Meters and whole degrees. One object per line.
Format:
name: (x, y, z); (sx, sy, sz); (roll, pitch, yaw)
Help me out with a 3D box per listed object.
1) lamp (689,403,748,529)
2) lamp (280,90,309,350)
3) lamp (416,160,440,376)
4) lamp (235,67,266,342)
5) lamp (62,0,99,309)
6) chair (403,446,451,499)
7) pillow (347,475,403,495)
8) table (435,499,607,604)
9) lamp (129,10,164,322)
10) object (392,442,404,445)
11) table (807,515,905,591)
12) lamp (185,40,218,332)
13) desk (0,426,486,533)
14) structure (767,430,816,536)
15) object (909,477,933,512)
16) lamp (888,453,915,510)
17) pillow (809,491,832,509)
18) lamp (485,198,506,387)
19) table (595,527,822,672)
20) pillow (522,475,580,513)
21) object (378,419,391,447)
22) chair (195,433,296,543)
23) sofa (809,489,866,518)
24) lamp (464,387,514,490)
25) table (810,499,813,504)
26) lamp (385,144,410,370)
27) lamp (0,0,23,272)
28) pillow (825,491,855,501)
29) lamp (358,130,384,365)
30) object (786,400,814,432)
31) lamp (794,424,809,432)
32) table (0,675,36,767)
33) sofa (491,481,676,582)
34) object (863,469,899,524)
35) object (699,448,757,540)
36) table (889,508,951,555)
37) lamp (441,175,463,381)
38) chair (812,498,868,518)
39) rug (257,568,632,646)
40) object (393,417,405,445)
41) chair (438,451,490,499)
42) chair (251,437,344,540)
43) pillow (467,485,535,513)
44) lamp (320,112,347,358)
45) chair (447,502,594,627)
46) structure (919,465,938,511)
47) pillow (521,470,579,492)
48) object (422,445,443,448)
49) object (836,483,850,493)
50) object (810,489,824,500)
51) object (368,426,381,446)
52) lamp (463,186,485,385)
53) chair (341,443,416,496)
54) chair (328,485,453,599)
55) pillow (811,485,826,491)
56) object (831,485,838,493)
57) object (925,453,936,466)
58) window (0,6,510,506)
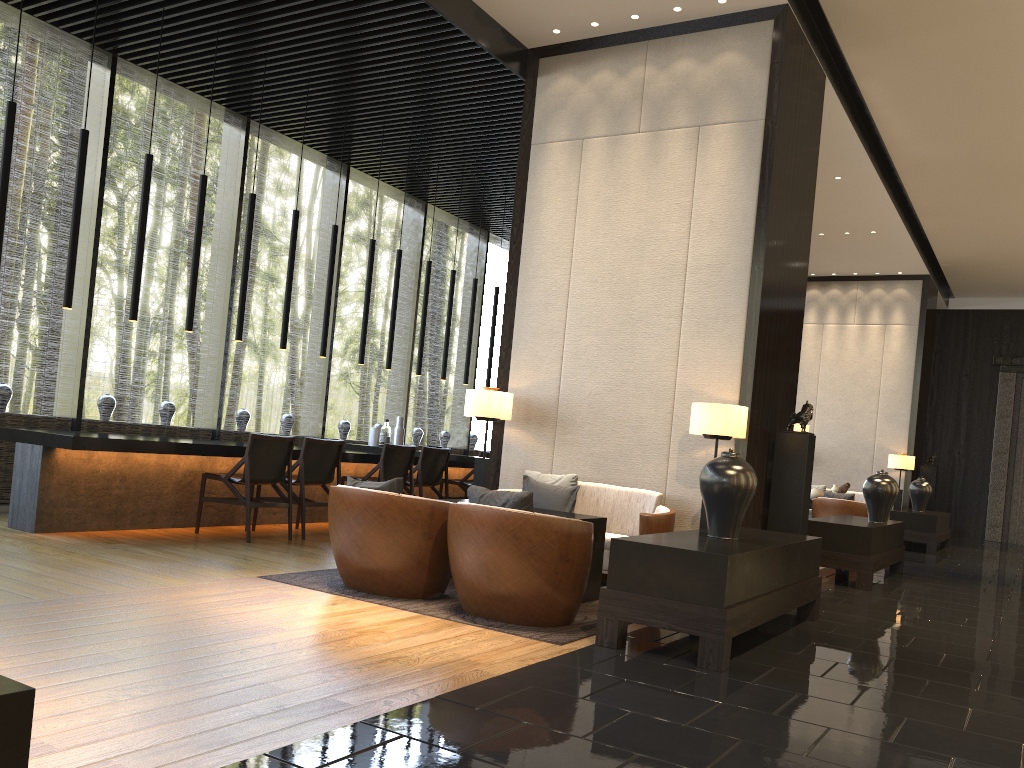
lamp: (1.351, 0.802, 6.009); (0.375, 1.318, 0.374); (6, -1, -15)
lamp: (-1.953, -1.512, 7.998); (0.060, 2.419, 0.060); (5, -1, 26)
lamp: (-0.912, -1.296, 9.726); (0.060, 2.419, 0.060); (5, -1, 26)
lamp: (-2.218, -1.568, 7.558); (0.060, 2.419, 0.060); (5, -1, 26)
lamp: (-3.014, -1.733, 6.236); (0.060, 2.419, 0.060); (5, -1, 26)
chair: (-0.944, 1.026, 8.824); (0.562, 0.826, 0.527); (4, -2, 31)
pillow: (-0.789, 0.678, 5.025); (0.440, 0.338, 0.205); (3, -2, 38)
table: (-0.017, 1.044, 5.592); (1.040, 0.517, 0.577); (3, -3, 31)
lamp: (-2.743, -1.677, 6.685); (0.060, 2.419, 0.060); (5, -1, 26)
object: (-1.248, 0.597, 9.729); (0.135, 0.217, 0.136); (5, -2, 18)
table: (3.180, 1.522, 8.215); (0.619, 0.512, 1.967); (4, -4, 31)
lamp: (-2.482, -1.623, 7.120); (0.060, 2.419, 0.060); (5, -1, 26)
desk: (-3.542, 0.566, 5.233); (1.776, 0.759, 28.838); (3, -4, 31)
structure: (2.075, 0.964, 6.635); (0.239, 1.217, 0.241); (5, -1, 31)
object: (5.722, 1.544, 12.404); (0.311, 0.492, 0.312); (5, -2, 20)
lamp: (5.958, 1.745, 13.657); (0.375, 1.350, 0.375); (6, -1, -11)
pillow: (4.814, 1.810, 14.010); (0.471, 0.361, 0.220); (4, -2, 28)
lamp: (-0.187, -1.145, 10.930); (0.060, 2.419, 0.060); (5, -1, 26)
table: (1.189, 1.108, 4.907); (0.619, 0.512, 1.967); (4, -4, 31)
pillow: (0.270, 0.864, 6.463); (0.471, 0.361, 0.220); (4, -2, 28)
object: (-1.372, 0.534, 9.611); (0.129, 0.305, 0.129); (5, -1, 17)
chair: (-2.058, 0.794, 6.974); (0.562, 0.826, 0.527); (4, -2, 31)
sofa: (5.025, 2.005, 13.936); (1.446, 0.693, 0.605); (3, -3, 31)
lamp: (-0.234, 0.702, 6.974); (0.374, 1.350, 0.376); (5, -1, 21)
table: (4.609, 2.006, 13.273); (1.040, 0.517, 0.577); (3, -3, 31)
lamp: (-1.181, -1.352, 9.280); (0.060, 2.419, 0.060); (5, -1, 26)
lamp: (-3.279, -1.788, 5.796); (0.060, 2.419, 0.060); (5, -1, 26)
pillow: (4.489, 1.659, 12.129); (0.398, 0.362, 0.223); (4, -2, 32)
lamp: (-1.403, -1.398, 8.911); (0.060, 2.419, 0.060); (5, -1, 26)
object: (2.158, 0.242, 6.628); (0.176, 0.246, 0.116); (4, -1, 31)
lamp: (2.284, 0.982, 7.556); (0.375, 1.347, 0.375); (6, -1, -7)
table: (-1.434, 0.562, 0.551); (0.619, 0.512, 1.967); (4, -4, 31)
sofa: (0.480, 1.060, 6.388); (1.446, 0.693, 0.605); (3, -3, 31)
object: (3.406, 1.037, 8.191); (0.312, 0.492, 0.311); (7, -2, -40)
object: (1.182, 0.599, 4.865); (0.311, 0.492, 0.312); (5, -2, 13)
table: (5.779, 2.063, 12.530); (0.619, 0.512, 1.967); (4, -4, 31)
lamp: (-0.672, -1.246, 10.124); (0.060, 2.419, 0.060); (5, -1, 26)
chair: (4.530, 1.887, 12.228); (0.802, 0.603, 0.608); (4, -3, 31)
rug: (-0.062, 1.302, 5.654); (2.037, 0.008, 2.250); (3, -5, 31)
object: (-1.221, 0.525, 9.572); (0.113, 0.344, 0.113); (5, -1, 27)
chair: (-0.422, 1.135, 9.691); (0.562, 0.826, 0.527); (4, -2, 31)
chair: (-1.762, 0.856, 7.466); (0.562, 0.826, 0.527); (4, -2, 31)
pillow: (-0.056, 0.713, 4.582); (0.398, 0.362, 0.223); (4, -2, 32)
lamp: (-1.687, -1.457, 8.439); (0.060, 2.419, 0.060); (5, -1, 26)
chair: (-0.015, 0.942, 4.681); (0.802, 0.603, 0.608); (4, -3, 31)
structure: (6.665, 1.919, 14.257); (0.239, 1.217, 0.241); (5, -1, 31)
pillow: (0.265, 0.856, 6.648); (0.432, 0.399, 0.201); (5, -1, 10)
object: (-0.839, 0.689, 9.351); (0.227, 0.067, 0.228); (3, -4, 34)
object: (4.857, 1.599, 13.046); (0.229, 0.309, 0.174); (6, -1, -13)
object: (4.581, 1.667, 13.373); (0.245, 0.168, 0.245); (6, -3, -11)
object: (-1.491, 0.574, 9.742); (0.168, 0.219, 0.169); (5, -2, 27)
lamp: (-0.437, -1.197, 10.515); (0.060, 2.419, 0.060); (5, -1, 26)
chair: (-1.240, 0.964, 8.333); (0.562, 0.826, 0.527); (4, -2, 31)
chair: (-0.744, 0.903, 5.124); (0.802, 0.603, 0.608); (4, -3, 31)
pillow: (4.810, 1.801, 14.195); (0.432, 0.399, 0.201); (5, -1, 10)
object: (4.823, 1.633, 13.229); (0.175, 0.257, 0.174); (7, -2, -39)
object: (6.738, 1.209, 14.246); (0.161, 0.217, 0.102); (5, -1, 19)
window: (0.003, -1.022, 2.592); (12.030, 4.223, 32.001); (3, -4, 31)
